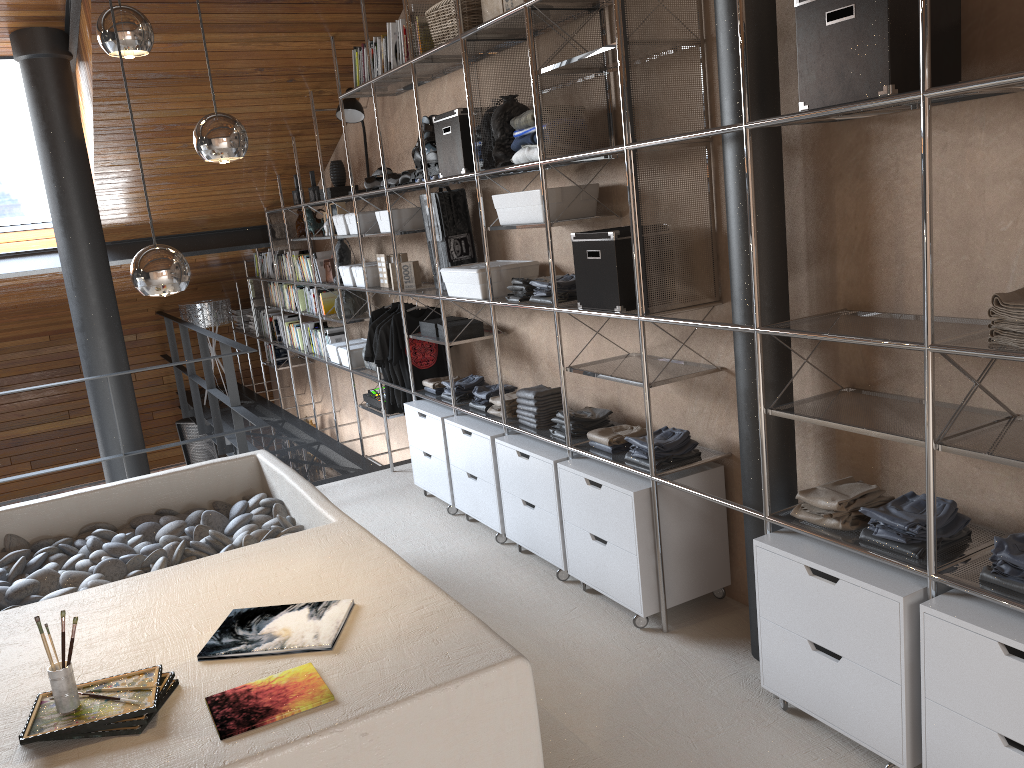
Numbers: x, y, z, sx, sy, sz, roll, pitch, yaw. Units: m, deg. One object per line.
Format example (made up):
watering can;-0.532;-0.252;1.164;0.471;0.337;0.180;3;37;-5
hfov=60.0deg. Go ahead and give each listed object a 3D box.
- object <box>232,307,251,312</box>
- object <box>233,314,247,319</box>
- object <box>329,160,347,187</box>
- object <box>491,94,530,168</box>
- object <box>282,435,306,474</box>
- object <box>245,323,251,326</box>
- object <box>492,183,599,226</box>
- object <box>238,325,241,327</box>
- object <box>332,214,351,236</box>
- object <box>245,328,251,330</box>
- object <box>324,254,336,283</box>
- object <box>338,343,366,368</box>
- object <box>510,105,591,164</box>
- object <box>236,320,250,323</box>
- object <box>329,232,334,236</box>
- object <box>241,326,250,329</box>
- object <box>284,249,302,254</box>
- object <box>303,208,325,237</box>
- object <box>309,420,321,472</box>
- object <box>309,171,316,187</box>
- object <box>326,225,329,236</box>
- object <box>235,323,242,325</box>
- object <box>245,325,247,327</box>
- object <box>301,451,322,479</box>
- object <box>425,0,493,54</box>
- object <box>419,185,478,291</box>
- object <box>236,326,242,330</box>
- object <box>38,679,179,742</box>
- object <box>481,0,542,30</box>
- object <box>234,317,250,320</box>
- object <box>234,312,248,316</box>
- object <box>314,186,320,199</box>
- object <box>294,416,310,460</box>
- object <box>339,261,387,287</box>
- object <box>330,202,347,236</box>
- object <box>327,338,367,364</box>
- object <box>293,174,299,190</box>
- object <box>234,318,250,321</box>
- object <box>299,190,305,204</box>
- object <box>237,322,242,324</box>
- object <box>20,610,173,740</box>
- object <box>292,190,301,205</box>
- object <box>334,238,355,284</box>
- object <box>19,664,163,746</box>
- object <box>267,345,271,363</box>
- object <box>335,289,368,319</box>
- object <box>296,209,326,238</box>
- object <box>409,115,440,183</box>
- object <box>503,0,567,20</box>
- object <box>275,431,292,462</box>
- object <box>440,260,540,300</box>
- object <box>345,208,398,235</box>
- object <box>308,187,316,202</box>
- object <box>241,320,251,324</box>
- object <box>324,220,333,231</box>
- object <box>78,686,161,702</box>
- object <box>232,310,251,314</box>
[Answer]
object;-2.849;-0.797;9.474;0.246;0.016;0.182;-12;13;-27
object;-2.833;-0.736;9.461;0.252;0.028;0.180;-12;13;-27
object;-1.195;-1.442;6.089;0.115;0.177;0.115;-7;11;-3
object;0.007;-1.119;3.931;0.212;0.319;0.157;-6;11;-1
object;-2.234;0.821;9.074;0.305;0.839;0.237;-12;13;-25
object;-2.679;-0.640;9.254;0.228;0.016;0.182;-12;13;-27
object;0.143;-0.764;3.795;0.289;0.135;0.437;-12;13;-27
object;-2.811;-0.637;9.504;0.216;0.013;0.161;-12;13;-27
object;-1.008;-1.064;5.857;0.295;0.136;0.228;-12;13;-27
object;-2.686;-0.593;9.286;0.226;0.012;0.159;-12;13;-27
object;-1.280;-0.844;6.448;0.082;0.202;0.227;-1;13;23
object;-1.059;-0.209;6.297;0.295;0.136;0.228;-12;13;-27
object;0.157;-1.039;3.676;0.250;0.229;0.306;-12;13;-25
object;-2.819;-0.687;9.490;0.224;0.017;0.167;-12;13;-27
object;-1.251;-1.080;6.121;0.037;0.114;0.037;-16;15;-41
object;-2.686;-0.610;9.272;0.262;0.025;0.176;-12;13;-27
object;-1.818;-1.005;7.420;0.146;0.240;0.023;-12;13;-27
object;-1.455;-1.207;6.602;0.197;0.220;0.102;-17;16;-42
object;-1.799;0.562;8.214;0.215;0.458;0.328;-11;12;-22
object;-1.475;-1.518;6.565;0.029;0.114;0.084;-9;12;-16
object;-1.282;-1.067;6.163;0.037;0.077;0.037;-16;15;-41
object;-2.827;-0.659;9.493;0.243;0.012;0.159;-12;13;-27
object;-2.699;-0.626;9.262;0.201;0.013;0.161;-12;13;-27
object;-1.784;0.711;7.944;0.131;0.280;0.208;5;16;43
object;-0.224;-1.664;4.109;0.262;0.198;0.417;-12;13;-27
object;-0.338;-0.789;4.786;0.188;0.559;0.337;-11;12;-22
object;-2.821;-0.617;9.501;0.234;0.025;0.176;-12;13;-27
object;-0.942;0.750;2.042;0.276;0.013;0.207;-5;12;4
object;-0.013;-1.704;3.720;0.192;0.382;0.181;-12;13;-27
object;-2.827;-0.715;9.467;0.246;0.016;0.182;-12;13;-27
object;-2.834;-0.763;9.475;0.233;0.021;0.174;-12;13;-27
object;-1.435;-1.400;6.547;0.029;0.117;0.086;-7;11;-3
object;-2.048;0.519;8.589;0.207;0.442;0.328;-14;14;-34
object;-0.980;-0.738;5.926;0.295;0.136;0.228;-12;13;-27
object;-1.187;-1.136;6.101;0.062;0.219;0.157;-12;13;-27
object;-1.187;-0.242;6.530;0.295;0.136;0.228;-12;13;-27
object;-1.638;-1.537;6.757;0.029;0.114;0.084;-10;12;-20
object;-2.826;-0.699;9.469;0.246;0.016;0.182;-12;13;-27
object;-1.595;-1.420;6.742;0.029;0.117;0.086;-8;12;-7
object;-2.818;-0.674;9.503;0.216;0.012;0.161;-12;13;-27
object;-0.962;0.621;2.005;0.301;0.234;0.245;-8;12;-8
object;-1.650;-1.431;6.822;0.029;0.117;0.086;-16;15;-41
object;-1.190;-0.857;6.230;0.157;0.339;0.229;-6;11;-1
object;-0.951;0.727;2.026;0.276;0.013;0.207;-10;12;-16
object;-2.278;-0.294;8.510;0.111;0.174;0.011;-12;13;-27
object;-1.155;-0.607;6.361;0.166;0.240;0.390;-5;12;5
object;-1.530;-1.240;6.788;0.278;0.222;0.138;-2;12;18
object;-0.415;-1.237;4.659;0.174;0.342;0.416;-11;12;-23
object;0.078;-1.680;3.555;0.192;0.382;0.181;-12;13;-27
object;-2.384;0.769;9.292;0.244;0.879;0.244;-6;11;1
object;-0.108;-0.515;4.355;0.343;0.147;0.445;-12;13;-27
object;-0.883;-1.031;5.631;0.295;0.136;0.228;-12;13;-27
object;-1.484;-1.412;6.631;0.029;0.117;0.086;-15;14;-36
object;-2.712;-0.653;9.262;0.203;0.013;0.161;-12;13;-27
object;-1.287;-1.126;6.276;0.091;0.146;0.091;-5;12;6
object;-0.929;0.718;2.041;0.232;0.010;0.064;-4;12;9
object;-2.842;-0.780;9.468;0.246;0.016;0.182;-12;13;-27
